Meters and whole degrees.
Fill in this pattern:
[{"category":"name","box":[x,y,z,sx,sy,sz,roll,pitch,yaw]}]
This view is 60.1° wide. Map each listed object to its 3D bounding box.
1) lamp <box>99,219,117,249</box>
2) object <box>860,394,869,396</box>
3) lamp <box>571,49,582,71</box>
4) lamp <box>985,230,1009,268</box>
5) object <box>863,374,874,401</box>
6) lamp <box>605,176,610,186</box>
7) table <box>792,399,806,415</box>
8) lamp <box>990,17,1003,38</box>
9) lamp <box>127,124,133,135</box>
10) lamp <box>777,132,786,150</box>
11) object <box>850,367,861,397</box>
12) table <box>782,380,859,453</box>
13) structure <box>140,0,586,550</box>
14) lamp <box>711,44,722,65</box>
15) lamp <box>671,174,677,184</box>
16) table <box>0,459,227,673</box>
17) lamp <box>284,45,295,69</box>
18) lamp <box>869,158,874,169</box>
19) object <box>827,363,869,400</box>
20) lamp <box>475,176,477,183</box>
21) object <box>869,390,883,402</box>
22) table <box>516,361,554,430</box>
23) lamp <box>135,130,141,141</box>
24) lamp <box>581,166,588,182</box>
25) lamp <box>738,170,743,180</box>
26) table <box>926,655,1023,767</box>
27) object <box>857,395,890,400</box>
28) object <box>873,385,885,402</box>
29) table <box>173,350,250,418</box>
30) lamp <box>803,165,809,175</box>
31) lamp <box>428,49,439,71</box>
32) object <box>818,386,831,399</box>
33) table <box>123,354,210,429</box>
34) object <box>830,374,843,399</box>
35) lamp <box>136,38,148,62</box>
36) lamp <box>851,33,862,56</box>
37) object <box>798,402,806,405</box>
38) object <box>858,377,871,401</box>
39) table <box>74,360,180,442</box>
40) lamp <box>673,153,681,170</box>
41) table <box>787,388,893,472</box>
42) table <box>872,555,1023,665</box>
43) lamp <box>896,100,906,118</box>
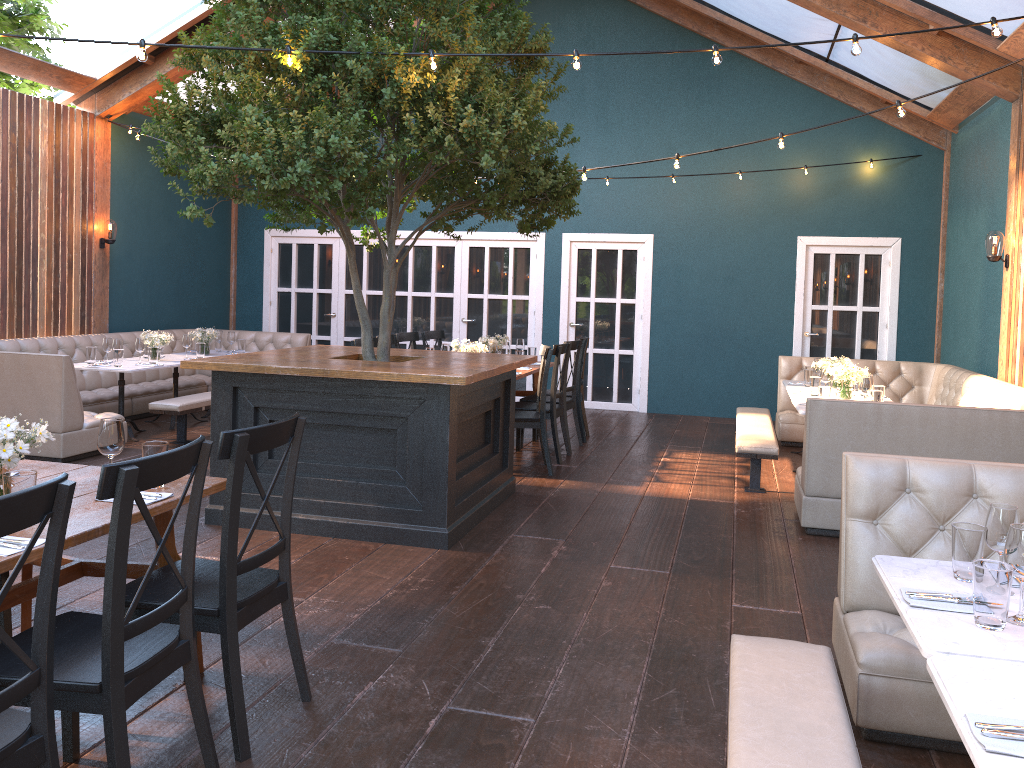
[{"category":"lamp","box":[-4.420,-1.644,9.702,0.178,0.319,0.146,3,3,14]},{"category":"object","box":[2.981,0.021,7.477,0.092,0.158,0.092,2,3,1]},{"category":"lamp","box":[0.345,-1.732,4.723,0.060,0.119,0.056,4,4,38]},{"category":"lamp","box":[4.117,-1.147,7.516,0.178,0.319,0.146,3,3,14]},{"category":"object","box":[2.694,0.051,6.707,0.092,0.244,0.092,0,3,-28]},{"category":"lamp","box":[1.089,-2.315,10.088,0.060,0.119,0.056,4,4,38]},{"category":"table","box":[2.534,0.511,6.652,0.799,0.670,0.801,3,5,13]},{"category":"lamp","box":[2.614,-1.928,4.774,0.064,0.118,0.056,3,3,23]},{"category":"lamp","box":[-4.182,-2.791,9.689,0.056,0.120,0.056,1,3,-16]},{"category":"lamp","box":[1.828,-1.649,6.001,0.056,0.121,0.056,1,3,-8]},{"category":"object","box":[2.881,-0.021,7.434,0.092,0.244,0.092,0,3,-28]},{"category":"table","box":[2.941,0.354,8.232,0.799,0.670,0.801,3,5,14]},{"category":"structure","box":[-0.857,-1.021,5.843,2.718,3.685,2.858,3,4,23]},{"category":"lamp","box":[1.100,-1.767,4.744,0.056,0.117,0.068,2,3,11]},{"category":"lamp","box":[1.852,-2.344,10.116,0.056,0.119,0.060,0,4,-34]},{"category":"table","box":[-1.835,0.812,2.313,0.951,0.727,2.440,3,6,14]},{"category":"lamp","box":[-1.177,-1.731,4.686,0.056,0.120,0.056,4,4,39]},{"category":"lamp","box":[4.121,-2.522,10.131,0.056,0.120,0.056,2,3,-4]},{"category":"object","box":[2.677,-0.024,7.097,0.329,0.308,0.337,-1,5,-33]},{"category":"lamp","box":[-0.413,-2.316,10.027,0.056,0.117,0.067,0,4,-32]},{"category":"object","box":[2.628,0.125,6.398,0.092,0.158,0.092,2,3,1]},{"category":"table","box":[-0.310,0.224,8.242,0.951,0.727,2.440,3,6,14]},{"category":"lamp","box":[-3.989,-2.650,9.436,0.056,0.113,0.077,0,4,-30]},{"category":"lamp","box":[0.561,-1.626,6.847,0.056,0.121,0.056,3,3,23]},{"category":"lamp","box":[2.616,-2.387,10.115,0.056,0.119,0.061,3,3,15]},{"category":"table","box":[1.227,1.014,1.573,0.799,0.670,0.801,3,5,14]},{"category":"object","box":[2.987,0.108,7.314,0.255,0.019,0.158,3,6,15]},{"category":"object","box":[2.794,0.093,6.750,0.092,0.158,0.092,2,3,1]},{"category":"table","box":[-3.227,-0.005,9.811,0.799,0.670,0.801,3,5,14]},{"category":"lamp","box":[3.364,-2.447,10.122,0.056,0.120,0.056,4,4,35]},{"category":"lamp","box":[-0.418,-1.722,4.702,0.060,0.119,0.056,2,3,0]},{"category":"object","box":[2.318,0.098,6.566,0.092,0.158,0.092,2,3,1]},{"category":"table","box":[-3.430,0.074,9.021,0.799,0.670,0.801,3,5,14]},{"category":"object","box":[2.421,0.054,6.606,0.092,0.244,0.092,0,3,-28]},{"category":"lamp","box":[-1.940,-1.751,4.642,0.056,0.121,0.056,2,3,-5]},{"category":"lamp","box":[1.861,-1.833,4.778,0.056,0.120,0.056,2,3,-4]},{"category":"object","box":[2.308,0.149,6.735,0.255,0.019,0.158,3,6,15]},{"category":"object","box":[2.588,0.070,6.497,0.092,0.244,0.092,0,3,-28]},{"category":"table","box":[-3.634,0.152,8.231,0.799,0.670,0.801,3,5,13]},{"category":"lamp","box":[1.199,-1.619,6.437,0.056,0.121,0.056,1,3,-9]},{"category":"table","box":[2.737,0.433,7.442,0.799,0.670,0.801,3,5,14]},{"category":"table","box":[1.431,0.936,2.363,0.799,0.670,0.801,3,5,13]},{"category":"lamp","box":[2.452,-1.733,5.573,0.056,0.117,0.066,1,3,-10]}]
